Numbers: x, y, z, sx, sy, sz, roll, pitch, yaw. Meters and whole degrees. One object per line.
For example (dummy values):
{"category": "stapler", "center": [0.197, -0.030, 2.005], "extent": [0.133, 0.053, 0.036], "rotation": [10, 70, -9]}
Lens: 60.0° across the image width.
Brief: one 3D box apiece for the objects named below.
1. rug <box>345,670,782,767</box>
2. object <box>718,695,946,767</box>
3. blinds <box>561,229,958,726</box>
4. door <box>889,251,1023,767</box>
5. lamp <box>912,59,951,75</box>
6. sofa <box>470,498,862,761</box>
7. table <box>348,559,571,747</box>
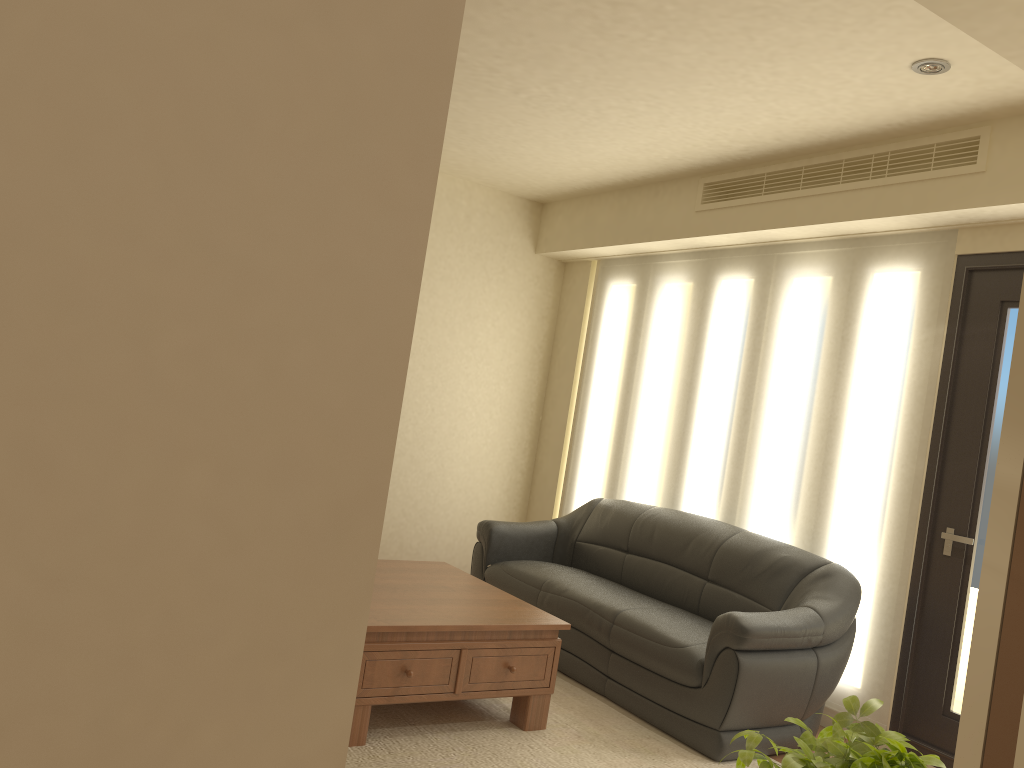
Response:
{"category": "rug", "center": [-0.214, 1.479, 3.922], "extent": [2.482, 0.011, 3.592], "rotation": [10, -1, -33]}
{"category": "object", "center": [0.581, 1.067, 1.591], "extent": [0.565, 0.957, 0.528], "rotation": [9, -1, 10]}
{"category": "blinds", "center": [1.245, 0.354, 5.515], "extent": [0.002, 2.453, 2.830], "rotation": [10, -1, -33]}
{"category": "door", "center": [2.309, 0.596, 3.926], "extent": [0.118, 2.420, 1.011], "rotation": [10, -1, -33]}
{"category": "lamp", "center": [1.679, -1.287, 3.547], "extent": [0.143, 0.059, 0.143], "rotation": [9, -1, -27]}
{"category": "sofa", "center": [0.727, 1.176, 5.015], "extent": [0.944, 0.918, 2.337], "rotation": [10, -1, -33]}
{"category": "table", "center": [-0.520, 1.194, 4.143], "extent": [1.045, 0.482, 1.213], "rotation": [10, -1, -33]}
